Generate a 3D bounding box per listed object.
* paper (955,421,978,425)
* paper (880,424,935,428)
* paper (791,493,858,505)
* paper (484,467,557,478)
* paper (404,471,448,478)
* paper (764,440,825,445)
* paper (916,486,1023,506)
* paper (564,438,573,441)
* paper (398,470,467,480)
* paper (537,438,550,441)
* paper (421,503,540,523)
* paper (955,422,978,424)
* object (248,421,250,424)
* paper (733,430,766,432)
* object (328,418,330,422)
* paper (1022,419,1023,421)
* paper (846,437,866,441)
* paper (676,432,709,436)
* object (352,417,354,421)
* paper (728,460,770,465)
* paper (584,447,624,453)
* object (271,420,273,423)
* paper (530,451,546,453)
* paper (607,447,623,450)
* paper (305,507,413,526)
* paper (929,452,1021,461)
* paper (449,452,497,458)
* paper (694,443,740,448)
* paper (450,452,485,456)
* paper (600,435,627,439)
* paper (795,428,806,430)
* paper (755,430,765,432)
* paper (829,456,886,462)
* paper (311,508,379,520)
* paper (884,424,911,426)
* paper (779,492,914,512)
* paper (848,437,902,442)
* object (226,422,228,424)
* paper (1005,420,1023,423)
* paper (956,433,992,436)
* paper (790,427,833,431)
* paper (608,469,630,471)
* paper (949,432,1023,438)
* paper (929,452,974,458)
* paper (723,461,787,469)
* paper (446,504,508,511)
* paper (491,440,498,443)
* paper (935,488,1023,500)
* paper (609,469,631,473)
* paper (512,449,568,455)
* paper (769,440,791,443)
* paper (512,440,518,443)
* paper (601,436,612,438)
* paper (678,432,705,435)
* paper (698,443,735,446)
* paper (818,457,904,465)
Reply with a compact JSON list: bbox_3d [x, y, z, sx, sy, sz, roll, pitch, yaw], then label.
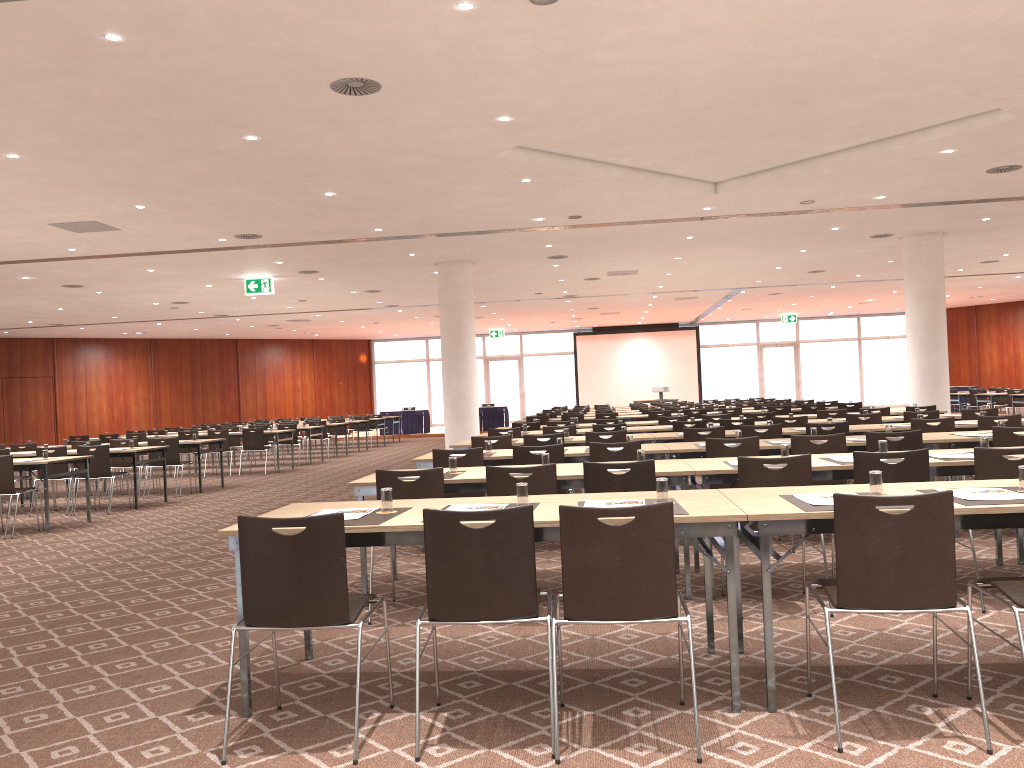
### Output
[{"bbox_3d":[4.968,0.425,9.615,0.460,0.003,0.565,-3,-1,5],"label":"paper"},{"bbox_3d":[4.347,0.454,9.686,0.460,0.003,0.565,-3,-1,6],"label":"paper"},{"bbox_3d":[1.450,0.515,3.996,0.283,0.006,0.398,-3,-1,4],"label":"paper"},{"bbox_3d":[0.070,0.605,6.089,0.460,0.003,0.565,-3,-1,4],"label":"paper"},{"bbox_3d":[-0.625,0.634,6.235,0.283,0.006,0.398,-3,-1,7],"label":"paper"},{"bbox_3d":[2.512,0.516,7.870,0.460,0.003,0.565,-3,-1,8],"label":"paper"},{"bbox_3d":[2.107,0.488,3.882,0.460,0.003,0.565,-3,-1,5],"label":"paper"},{"bbox_3d":[0.461,0.633,10.068,0.460,0.003,0.565,-3,-1,6],"label":"paper"},{"bbox_3d":[-0.589,0.636,6.163,0.460,0.003,0.565,-3,-1,8],"label":"paper"},{"bbox_3d":[0.419,0.632,10.131,0.283,0.006,0.398,-3,-1,5],"label":"paper"},{"bbox_3d":[-0.129,0.591,4.098,0.460,0.003,0.565,-3,-1,8],"label":"paper"},{"bbox_3d":[4.921,0.424,9.677,0.283,0.006,0.398,-3,-1,3],"label":"paper"},{"bbox_3d":[-7.251,1.087,24.492,0.054,0.114,0.054,-2,0,-28],"label":"object"},{"bbox_3d":[2.722,0.529,9.815,0.460,0.003,0.565,-3,-1,6],"label":"paper"},{"bbox_3d":[-5.005,0.983,24.264,0.054,0.114,0.054,-3,0,-6],"label":"object"},{"bbox_3d":[5.588,0.394,9.636,0.283,0.006,0.398,-3,-1,7],"label":"paper"},{"bbox_3d":[3.107,0.485,7.840,0.283,0.006,0.398,-3,-1,5],"label":"paper"},{"bbox_3d":[2.087,0.558,9.903,0.460,0.003,0.565,-3,-1,7],"label":"paper"},{"bbox_3d":[-4.351,0.953,24.209,0.054,0.114,0.054,-3,0,-6],"label":"object"},{"bbox_3d":[1.623,0.530,6.005,0.283,0.006,0.398,-3,-1,7],"label":"paper"},{"bbox_3d":[0.894,0.590,8.015,0.460,0.003,0.565,-3,-1,7],"label":"paper"},{"bbox_3d":[-6.614,1.057,24.429,0.054,0.114,0.054,-2,0,-28],"label":"object"},{"bbox_3d":[0.227,0.618,8.143,0.283,0.006,0.398,-3,-1,5],"label":"paper"},{"bbox_3d":[0.869,0.588,8.076,0.283,0.006,0.398,-3,-1,3],"label":"paper"},{"bbox_3d":[-0.761,0.620,4.141,0.460,0.003,0.565,-3,-1,9],"label":"paper"},{"bbox_3d":[2.965,0.472,5.804,0.460,0.003,0.565,-3,-1,5],"label":"paper"},{"bbox_3d":[-0.392,0.649,8.119,0.460,0.003,0.565,-3,-1,5],"label":"paper"},{"bbox_3d":[1.880,0.545,7.913,0.460,0.003,0.565,-3,-1,7],"label":"paper"},{"bbox_3d":[-0.418,0.648,8.202,0.283,0.006,0.398,-3,-1,7],"label":"paper"},{"bbox_3d":[1.086,0.604,10.002,0.460,0.003,0.565,-3,-1,5],"label":"paper"},{"bbox_3d":[3.302,0.499,9.846,0.283,0.006,0.398,-3,-1,6],"label":"paper"},{"bbox_3d":[2.686,0.527,9.902,0.283,0.006,0.398,-3,-1,4],"label":"paper"},{"bbox_3d":[2.304,0.499,5.931,0.283,0.006,0.398,-3,-1,7],"label":"paper"},{"bbox_3d":[-0.821,0.620,4.233,0.283,0.006,0.398,-3,-1,6],"label":"paper"},{"bbox_3d":[4.281,0.454,9.743,0.283,0.006,0.398,-3,-1,4],"label":"paper"},{"bbox_3d":[1.469,0.517,3.915,0.460,0.003,0.565,-3,-1,6],"label":"paper"},{"bbox_3d":[3.188,0.484,7.796,0.460,0.003,0.565,-3,-1,8],"label":"paper"},{"bbox_3d":[-7.901,1.117,24.557,0.054,0.114,0.054,-2,0,-28],"label":"object"},{"bbox_3d":[5.603,0.396,9.540,0.460,0.003,0.565,-3,-1,4],"label":"paper"},{"bbox_3d":[4.077,0.440,7.764,0.283,0.006,0.398,-3,-1,7],"label":"paper"},{"bbox_3d":[3.351,0.500,9.778,0.460,0.003,0.565,-3,-1,4],"label":"paper"},{"bbox_3d":[0.665,0.574,6.079,0.283,0.006,0.398,-3,-1,7],"label":"paper"},{"bbox_3d":[4.137,0.441,7.691,0.460,0.003,0.565,-3,-1,5],"label":"paper"},{"bbox_3d":[2.928,0.470,5.873,0.283,0.006,0.398,-3,-1,5],"label":"paper"},{"bbox_3d":[1.676,0.531,5.916,0.460,0.003,0.565,-3,-1,6],"label":"paper"},{"bbox_3d":[-0.184,0.591,4.168,0.283,0.006,0.398,-3,-1,9],"label":"paper"},{"bbox_3d":[-0.208,0.661,10.198,0.283,0.006,0.398,-3,-1,6],"label":"paper"},{"bbox_3d":[2.093,0.486,3.934,0.283,0.006,0.398,-3,-1,6],"label":"paper"},{"bbox_3d":[0.737,0.575,6.039,0.460,0.003,0.565,-3,-1,9],"label":"paper"},{"bbox_3d":[0.266,0.620,8.103,0.460,0.003,0.565,-3,-1,9],"label":"paper"},{"bbox_3d":[2.466,0.514,7.919,0.283,0.006,0.398,-3,-1,5],"label":"paper"},{"bbox_3d":[-0.177,0.663,10.123,0.460,0.003,0.565,-3,-1,6],"label":"paper"},{"bbox_3d":[1.051,0.603,10.051,0.283,0.006,0.398,-3,-1,6],"label":"paper"},{"bbox_3d":[2.022,0.558,9.990,0.283,0.006,0.398,-3,-1,7],"label":"paper"},{"bbox_3d":[1.844,0.543,7.996,0.283,0.006,0.398,-3,-1,5],"label":"paper"},{"bbox_3d":[2.327,0.501,5.857,0.460,0.003,0.565,-3,-1,4],"label":"paper"}]
